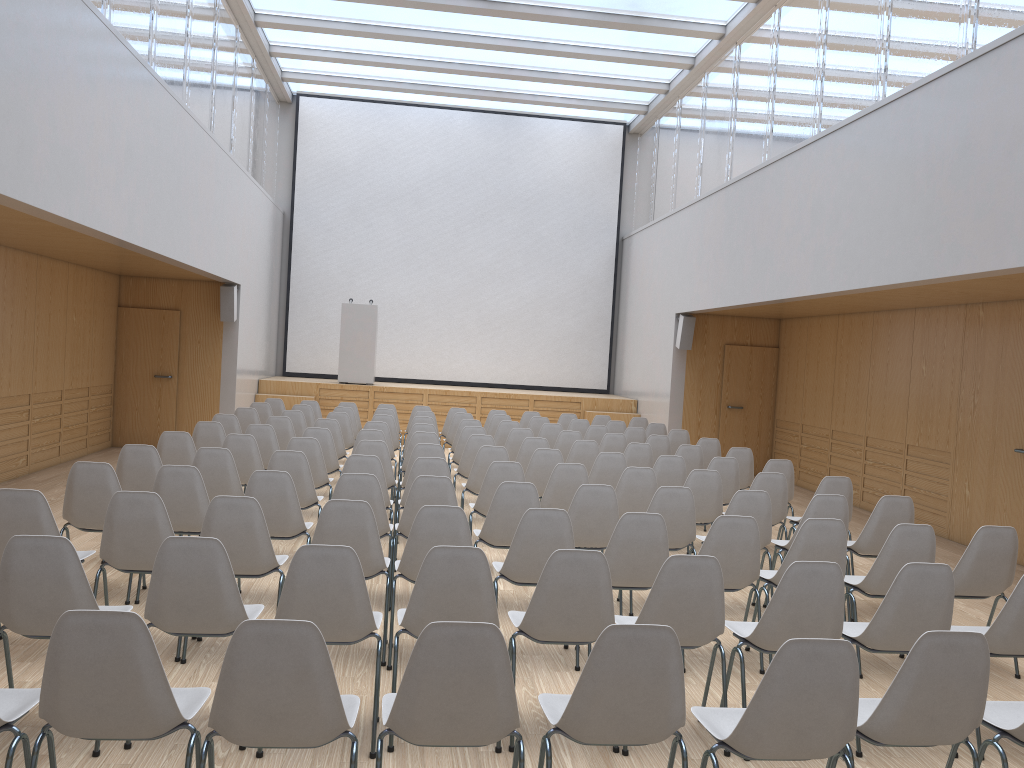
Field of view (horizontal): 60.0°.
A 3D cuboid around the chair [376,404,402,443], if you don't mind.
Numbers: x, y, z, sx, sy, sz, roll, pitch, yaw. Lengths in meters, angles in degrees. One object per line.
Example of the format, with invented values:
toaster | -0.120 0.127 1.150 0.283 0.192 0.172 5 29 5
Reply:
chair | -1.818 0.710 12.750 0.479 0.876 0.505 3 2 -7

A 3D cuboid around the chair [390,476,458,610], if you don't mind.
chair | -0.551 1.010 5.885 0.479 0.876 0.505 3 2 -7

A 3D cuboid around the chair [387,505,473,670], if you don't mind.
chair | -0.412 1.052 4.826 0.479 0.876 0.505 3 2 -7

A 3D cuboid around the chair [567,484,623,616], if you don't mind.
chair | 0.489 1.069 5.937 0.479 0.876 0.505 3 2 -7

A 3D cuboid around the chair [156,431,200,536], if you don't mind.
chair | -2.834 0.818 7.603 0.479 0.876 0.505 3 2 -7

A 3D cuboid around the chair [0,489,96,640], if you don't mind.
chair | -2.459 0.939 4.588 0.479 0.876 0.505 3 2 -7

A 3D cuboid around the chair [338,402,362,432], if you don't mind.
chair | -2.348 0.682 12.648 0.479 0.876 0.505 3 2 -7

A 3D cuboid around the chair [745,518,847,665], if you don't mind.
chair | 1.666 1.165 5.138 0.479 0.876 0.505 3 2 -7

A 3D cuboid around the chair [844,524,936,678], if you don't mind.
chair | 2.154 1.194 5.125 0.479 0.876 0.505 3 2 -7

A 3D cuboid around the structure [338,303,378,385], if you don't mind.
structure | -2.674 -0.690 15.464 0.605 1.379 0.605 3 2 -7

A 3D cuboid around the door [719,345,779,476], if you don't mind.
door | 3.705 0.425 13.879 0.873 2.025 0.108 3 2 -7

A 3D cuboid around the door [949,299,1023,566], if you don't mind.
door | 4.865 0.453 7.966 0.256 2.492 2.701 3 2 -7

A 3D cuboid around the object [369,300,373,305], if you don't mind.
object | -2.439 -1.318 15.399 0.166 0.305 0.252 2 2 -35

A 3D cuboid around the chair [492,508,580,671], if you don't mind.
chair | 0.131 1.081 4.931 0.479 0.876 0.505 3 2 -7

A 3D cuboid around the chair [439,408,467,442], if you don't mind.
chair | -0.819 0.766 12.847 0.479 0.876 0.505 3 2 -7

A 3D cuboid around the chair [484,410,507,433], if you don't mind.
chair | -0.252 0.798 12.892 0.479 0.876 0.505 3 2 -7

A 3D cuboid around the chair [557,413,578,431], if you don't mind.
chair | 0.767 0.853 13.052 0.479 0.876 0.505 3 2 -7

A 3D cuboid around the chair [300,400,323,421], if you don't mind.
chair | -2.857 0.655 12.547 0.479 0.876 0.505 3 2 -7

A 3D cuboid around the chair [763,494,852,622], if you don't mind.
chair | 2.049 1.156 6.119 0.479 0.876 0.505 3 2 -7

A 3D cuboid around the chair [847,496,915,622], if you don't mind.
chair | 2.544 1.181 6.246 0.479 0.876 0.505 3 2 -7

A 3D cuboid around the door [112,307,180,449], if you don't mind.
door | -5.307 -0.074 12.829 0.873 2.025 0.108 3 2 -7

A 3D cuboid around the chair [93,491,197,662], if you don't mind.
chair | -1.939 0.966 4.718 0.479 0.876 0.505 3 2 -7

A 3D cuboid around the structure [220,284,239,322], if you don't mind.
structure | -4.084 -1.168 12.801 0.196 0.542 0.368 3 2 -7

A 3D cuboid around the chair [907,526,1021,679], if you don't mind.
chair | 2.667 1.222 5.226 0.479 0.876 0.505 3 2 -7

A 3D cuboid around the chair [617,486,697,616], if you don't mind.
chair | 1.012 1.096 6.057 0.479 0.876 0.505 3 2 -7

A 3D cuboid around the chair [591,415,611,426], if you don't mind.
chair | 1.264 0.880 13.138 0.479 0.876 0.505 3 2 -7

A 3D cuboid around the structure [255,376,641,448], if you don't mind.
structure | -1.115 0.594 15.918 6.552 1.027 2.728 3 2 -7

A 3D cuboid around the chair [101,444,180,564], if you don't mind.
chair | -2.713 0.859 6.591 0.479 0.876 0.505 3 2 -7

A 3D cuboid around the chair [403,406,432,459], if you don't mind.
chair | -1.326 0.737 12.836 0.479 0.876 0.505 3 2 -7

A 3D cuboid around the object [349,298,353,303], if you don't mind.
object | -2.784 -1.337 15.359 0.166 0.305 0.252 2 2 -35

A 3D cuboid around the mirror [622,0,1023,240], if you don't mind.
mirror | 3.373 -3.531 8.651 0.253 2.090 17.825 3 2 -7

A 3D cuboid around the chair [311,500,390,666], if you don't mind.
chair | -0.898 1.024 4.829 0.479 0.876 0.505 3 2 -7

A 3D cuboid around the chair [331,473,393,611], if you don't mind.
chair | -1.011 0.985 5.803 0.479 0.876 0.505 3 2 -7

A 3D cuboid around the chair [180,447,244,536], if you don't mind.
chair | -2.207 0.886 6.670 0.479 0.876 0.505 3 2 -7

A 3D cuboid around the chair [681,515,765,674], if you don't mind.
chair | 1.158 1.138 5.050 0.479 0.876 0.505 3 2 -7

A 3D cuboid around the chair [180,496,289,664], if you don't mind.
chair | -1.454 0.993 4.746 0.479 0.876 0.505 3 2 -7

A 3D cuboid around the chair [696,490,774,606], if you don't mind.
chair | 1.530 1.126 6.099 0.479 0.876 0.505 3 2 -7

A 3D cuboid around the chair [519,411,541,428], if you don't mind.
chair | 0.233 0.823 13.008 0.479 0.876 0.505 3 2 -7

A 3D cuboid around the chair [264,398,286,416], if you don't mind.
chair | -3.355 0.625 12.571 0.479 0.876 0.505 3 2 -7

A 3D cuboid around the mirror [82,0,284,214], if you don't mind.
mirror | -3.363 -3.904 7.866 0.253 2.090 17.825 3 2 -7

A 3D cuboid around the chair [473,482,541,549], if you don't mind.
chair | -0.017 1.043 5.837 0.479 0.876 0.505 3 2 -7

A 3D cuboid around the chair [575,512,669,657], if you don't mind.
chair | 0.642 1.110 4.970 0.479 0.876 0.505 3 2 -7

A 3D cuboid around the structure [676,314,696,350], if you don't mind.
structure | 2.653 -0.795 13.586 0.196 0.542 0.368 3 2 -7
